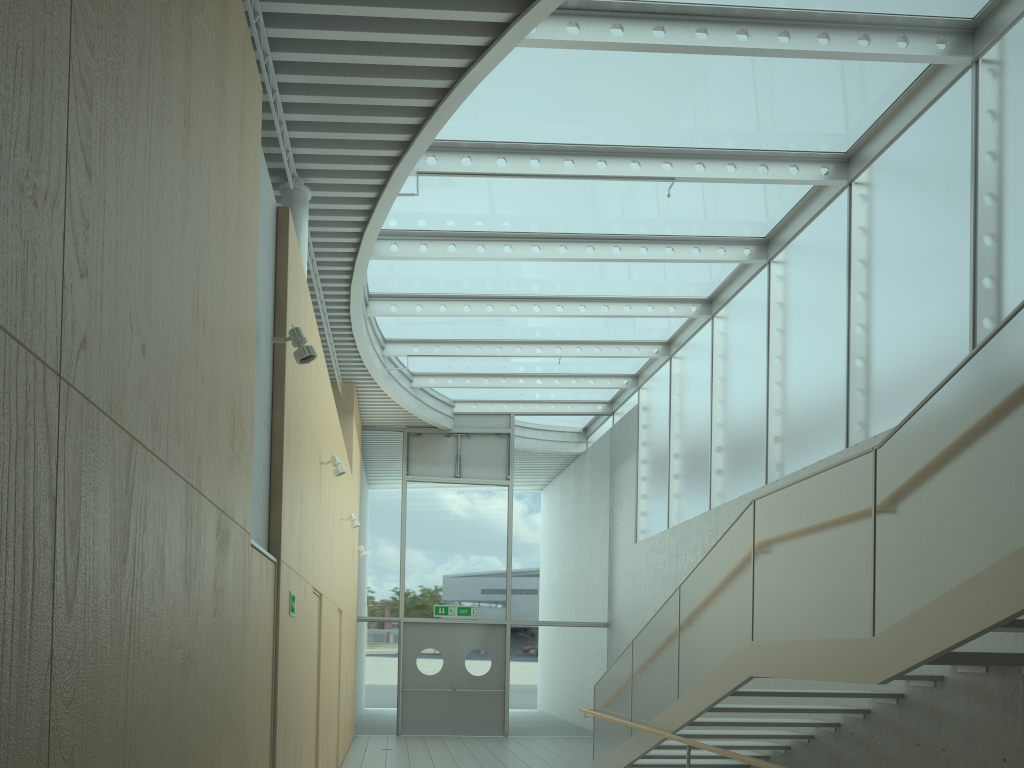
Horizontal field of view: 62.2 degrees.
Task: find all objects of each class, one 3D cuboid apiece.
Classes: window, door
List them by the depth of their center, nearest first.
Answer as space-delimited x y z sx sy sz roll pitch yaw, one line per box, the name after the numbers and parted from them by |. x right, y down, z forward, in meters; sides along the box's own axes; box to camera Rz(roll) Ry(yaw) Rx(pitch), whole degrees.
0.511 1.540 10.383 4.791 6.113 16.439 2 -16 -7 | window
2.694 0.134 10.717 0.030 2.674 16.261 1 -17 -8 | window
-1.076 5.482 15.766 1.925 2.082 0.176 2 -1 -8 | door
-0.466 3.512 15.897 4.865 6.210 0.111 2 -1 -8 | window

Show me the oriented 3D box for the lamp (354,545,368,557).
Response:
-2.420 2.671 13.594 0.234 0.193 0.143 7 -9 -27 | lamp

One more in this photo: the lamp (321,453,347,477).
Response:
-1.549 0.704 7.381 0.234 0.193 0.143 7 -9 -27 | lamp

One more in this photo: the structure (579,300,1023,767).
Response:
2.669 1.234 4.740 1.888 4.104 13.101 2 -16 -7 | structure

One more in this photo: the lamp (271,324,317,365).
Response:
-1.144 -0.213 4.487 0.234 0.193 0.143 7 -9 -27 | lamp

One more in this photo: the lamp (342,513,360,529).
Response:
-1.984 1.684 10.477 0.234 0.193 0.143 7 -9 -27 | lamp
